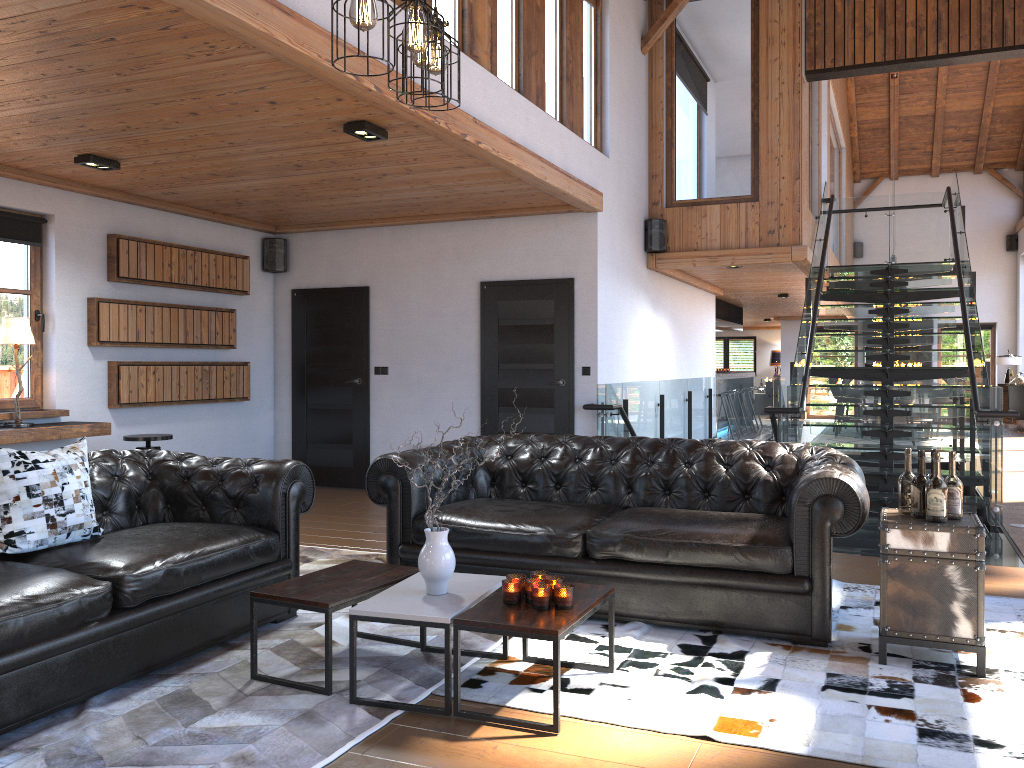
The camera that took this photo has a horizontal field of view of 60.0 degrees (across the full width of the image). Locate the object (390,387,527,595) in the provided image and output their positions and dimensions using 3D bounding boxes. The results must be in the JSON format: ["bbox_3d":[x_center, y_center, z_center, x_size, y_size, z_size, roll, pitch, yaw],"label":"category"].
[{"bbox_3d":[-0.262,0.420,3.525,0.402,0.808,0.627,0,1,34],"label":"object"}]

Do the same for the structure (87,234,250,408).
[{"bbox_3d":[-3.122,-0.538,8.069,0.318,1.445,1.869,0,1,23],"label":"structure"}]

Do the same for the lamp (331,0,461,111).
[{"bbox_3d":[-0.315,-2.027,2.859,0.260,2.201,0.807,0,1,14],"label":"lamp"}]

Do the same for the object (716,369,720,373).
[{"bbox_3d":[4.065,-0.262,17.458,0.080,0.081,0.078,0,1,-22],"label":"object"}]

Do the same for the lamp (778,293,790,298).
[{"bbox_3d":[4.323,-1.406,14.096,0.154,0.068,0.263,0,1,23],"label":"lamp"}]

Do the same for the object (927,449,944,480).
[{"bbox_3d":[1.835,0.426,3.852,0.088,0.286,0.086,0,1,-27],"label":"object"}]

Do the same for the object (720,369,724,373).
[{"bbox_3d":[4.211,-0.269,17.797,0.080,0.081,0.078,0,1,-22],"label":"object"}]

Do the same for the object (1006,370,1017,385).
[{"bbox_3d":[10.019,-0.130,17.790,0.149,0.287,0.504,0,1,23],"label":"object"}]

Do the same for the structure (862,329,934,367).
[{"bbox_3d":[8.553,-0.630,19.666,1.432,1.649,0.437,0,1,22],"label":"structure"}]

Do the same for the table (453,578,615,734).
[{"bbox_3d":[0.104,1.002,3.379,0.397,0.350,0.656,0,1,23],"label":"table"}]

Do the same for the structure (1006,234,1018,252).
[{"bbox_3d":[10.662,-3.008,18.905,0.212,0.349,0.215,0,1,23],"label":"structure"}]

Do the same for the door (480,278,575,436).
[{"bbox_3d":[0.141,0.058,8.272,0.933,2.055,0.145,0,0,22],"label":"door"}]

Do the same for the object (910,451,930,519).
[{"bbox_3d":[1.753,0.427,3.797,0.087,0.286,0.088,0,0,1],"label":"object"}]

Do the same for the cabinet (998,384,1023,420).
[{"bbox_3d":[10.058,0.342,17.765,0.399,0.655,1.883,0,1,23],"label":"cabinet"}]

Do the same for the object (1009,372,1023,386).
[{"bbox_3d":[9.831,-0.104,17.261,0.181,0.262,0.498,0,1,-8],"label":"object"}]

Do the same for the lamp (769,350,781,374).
[{"bbox_3d":[8.240,-0.122,25.564,1.628,1.698,0.524,0,0,1],"label":"lamp"}]

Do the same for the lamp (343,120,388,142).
[{"bbox_3d":[-0.875,-1.520,5.310,0.154,0.068,0.263,0,1,23],"label":"lamp"}]

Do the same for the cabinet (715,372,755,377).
[{"bbox_3d":[3.690,0.354,16.382,0.881,1.103,4.843,0,1,23],"label":"cabinet"}]

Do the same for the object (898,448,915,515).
[{"bbox_3d":[1.742,0.425,3.895,0.088,0.286,0.087,0,0,0],"label":"object"}]

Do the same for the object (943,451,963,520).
[{"bbox_3d":[1.869,0.428,3.767,0.087,0.286,0.088,0,1,35],"label":"object"}]

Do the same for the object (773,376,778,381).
[{"bbox_3d":[6.271,-0.134,21.093,0.108,0.135,0.097,0,1,13],"label":"object"}]

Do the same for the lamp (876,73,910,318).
[{"bbox_3d":[7.167,-3.473,16.638,0.627,4.684,0.616,0,0,-22],"label":"lamp"}]

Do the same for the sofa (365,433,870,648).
[{"bbox_3d":[0.590,0.734,4.848,2.544,0.838,1.250,0,1,22],"label":"sofa"}]

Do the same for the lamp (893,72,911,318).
[{"bbox_3d":[6.530,-3.442,15.163,0.627,4.684,0.616,0,0,-22],"label":"lamp"}]

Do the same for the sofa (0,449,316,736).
[{"bbox_3d":[-2.033,0.763,3.598,1.229,0.838,2.588,0,1,23],"label":"sofa"}]

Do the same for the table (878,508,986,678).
[{"bbox_3d":[1.786,0.871,3.792,0.402,0.609,0.421,0,1,23],"label":"table"}]

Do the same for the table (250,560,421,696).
[{"bbox_3d":[-0.711,0.996,3.726,0.396,0.350,0.657,0,1,28],"label":"table"}]

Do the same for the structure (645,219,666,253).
[{"bbox_3d":[1.539,-1.587,9.508,0.212,0.349,0.215,0,1,23],"label":"structure"}]

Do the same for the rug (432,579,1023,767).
[{"bbox_3d":[1.919,1.149,3.758,3.775,0.053,2.453,0,1,23],"label":"rug"}]

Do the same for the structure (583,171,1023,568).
[{"bbox_3d":[6.341,0.654,9.939,9.132,6.397,11.122,0,1,23],"label":"structure"}]

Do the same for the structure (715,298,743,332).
[{"bbox_3d":[3.604,-1.247,16.201,0.705,0.476,3.279,0,1,23],"label":"structure"}]

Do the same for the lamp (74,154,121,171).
[{"bbox_3d":[-2.866,-1.536,6.130,0.154,0.068,0.263,0,1,23],"label":"lamp"}]

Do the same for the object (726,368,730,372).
[{"bbox_3d":[4.504,-0.283,18.476,0.080,0.081,0.078,0,1,-22],"label":"object"}]

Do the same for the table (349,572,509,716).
[{"bbox_3d":[-0.308,0.999,3.521,0.397,0.350,0.655,0,1,18],"label":"table"}]

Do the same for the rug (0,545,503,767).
[{"bbox_3d":[-1.390,1.148,3.918,2.410,0.053,4.080,0,1,24],"label":"rug"}]

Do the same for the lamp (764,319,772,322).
[{"bbox_3d":[6.235,-1.565,21.621,0.154,0.068,0.263,0,1,23],"label":"lamp"}]

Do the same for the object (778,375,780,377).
[{"bbox_3d":[6.362,-0.136,21.191,0.098,0.135,0.107,-1,1,-36],"label":"object"}]

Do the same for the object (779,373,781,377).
[{"bbox_3d":[6.522,-0.214,21.645,0.208,0.270,0.289,0,1,23],"label":"object"}]

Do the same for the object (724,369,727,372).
[{"bbox_3d":[4.358,-0.276,18.136,0.080,0.081,0.078,0,1,-22],"label":"object"}]

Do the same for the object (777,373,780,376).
[{"bbox_3d":[6.437,-0.177,21.622,0.200,0.197,0.359,1,1,34],"label":"object"}]

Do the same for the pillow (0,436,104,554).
[{"bbox_3d":[-2.000,0.448,3.796,0.280,0.469,0.533,0,1,26],"label":"pillow"}]

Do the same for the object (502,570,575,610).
[{"bbox_3d":[0.096,0.787,3.361,0.249,0.081,0.299,-1,1,-29],"label":"object"}]

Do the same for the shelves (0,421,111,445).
[{"bbox_3d":[-4.716,0.336,3.947,0.607,0.988,6.702,0,1,24],"label":"shelves"}]

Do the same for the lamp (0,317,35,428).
[{"bbox_3d":[-3.776,0.260,6.472,0.629,1.481,0.247,0,0,14],"label":"lamp"}]

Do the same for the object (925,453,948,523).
[{"bbox_3d":[1.771,0.429,3.700,0.087,0.286,0.088,0,1,33],"label":"object"}]

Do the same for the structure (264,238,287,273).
[{"bbox_3d":[-2.460,-1.334,9.211,0.212,0.349,0.215,0,1,23],"label":"structure"}]

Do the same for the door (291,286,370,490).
[{"bbox_3d":[-1.859,0.043,9.095,0.933,2.055,0.145,0,0,22],"label":"door"}]

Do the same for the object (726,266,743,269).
[{"bbox_3d":[2.426,-1.312,9.704,0.154,0.068,0.263,0,1,23],"label":"object"}]

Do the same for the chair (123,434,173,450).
[{"bbox_3d":[-2.867,0.766,6.990,0.389,0.721,0.396,0,1,23],"label":"chair"}]

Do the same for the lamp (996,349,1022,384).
[{"bbox_3d":[10.237,-0.359,18.269,0.465,0.725,0.475,0,1,32],"label":"lamp"}]

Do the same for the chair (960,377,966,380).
[{"bbox_3d":[7.186,0.400,14.648,0.562,1.092,0.509,0,1,32],"label":"chair"}]

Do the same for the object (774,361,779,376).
[{"bbox_3d":[6.376,-0.325,21.363,0.150,0.504,0.327,0,1,23],"label":"object"}]
